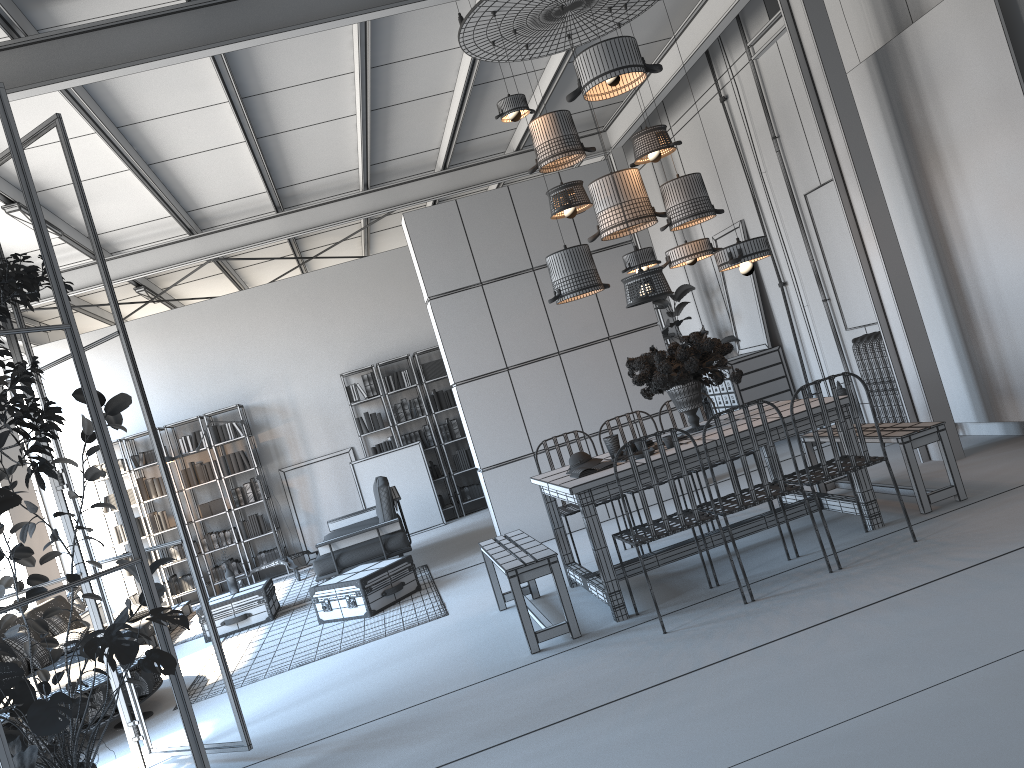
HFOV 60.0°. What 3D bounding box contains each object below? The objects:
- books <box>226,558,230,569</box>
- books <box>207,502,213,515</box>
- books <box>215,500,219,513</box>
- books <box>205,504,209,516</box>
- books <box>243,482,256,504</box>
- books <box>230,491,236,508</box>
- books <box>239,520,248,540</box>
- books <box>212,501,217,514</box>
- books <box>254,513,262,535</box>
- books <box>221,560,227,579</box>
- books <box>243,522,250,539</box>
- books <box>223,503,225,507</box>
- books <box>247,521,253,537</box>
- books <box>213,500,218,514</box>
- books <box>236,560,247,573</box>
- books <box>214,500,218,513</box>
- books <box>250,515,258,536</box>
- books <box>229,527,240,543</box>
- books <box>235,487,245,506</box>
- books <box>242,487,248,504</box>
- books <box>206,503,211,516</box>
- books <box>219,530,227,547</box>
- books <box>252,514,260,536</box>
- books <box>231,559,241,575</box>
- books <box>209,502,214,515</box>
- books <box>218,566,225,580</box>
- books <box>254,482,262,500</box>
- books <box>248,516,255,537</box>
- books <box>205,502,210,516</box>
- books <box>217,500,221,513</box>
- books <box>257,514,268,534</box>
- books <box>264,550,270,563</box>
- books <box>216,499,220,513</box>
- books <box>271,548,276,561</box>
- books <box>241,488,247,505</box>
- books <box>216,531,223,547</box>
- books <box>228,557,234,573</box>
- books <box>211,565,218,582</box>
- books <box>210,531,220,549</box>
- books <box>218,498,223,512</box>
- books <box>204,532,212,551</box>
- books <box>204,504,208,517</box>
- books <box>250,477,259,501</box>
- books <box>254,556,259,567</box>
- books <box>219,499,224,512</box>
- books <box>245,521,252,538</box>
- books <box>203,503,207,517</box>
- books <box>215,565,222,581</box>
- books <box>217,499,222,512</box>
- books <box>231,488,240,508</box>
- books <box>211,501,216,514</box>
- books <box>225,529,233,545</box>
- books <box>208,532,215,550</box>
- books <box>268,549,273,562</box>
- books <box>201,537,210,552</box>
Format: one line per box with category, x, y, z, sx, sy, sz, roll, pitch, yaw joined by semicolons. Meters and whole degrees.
books;-3.638;2.373;11.453;0.030;0.217;0.295;-17;0;-10
books;-3.860;1.598;11.350;0.012;0.177;0.134;-17;0;-10
books;-3.764;1.564;11.346;0.012;0.177;0.134;-17;0;-10
books;-3.893;1.608;11.344;0.012;0.177;0.134;-17;0;-10
books;-3.384;1.403;11.458;0.091;0.265;0.193;-17;0;-10
books;-3.590;1.487;11.445;0.022;0.226;0.163;-17;0;-10
books;-3.443;1.879;11.417;0.057;0.244;0.180;-17;0;-10
books;-3.797;1.574;11.340;0.012;0.177;0.134;-17;0;-10
books;-3.260;1.807;11.419;0.027;0.278;0.202;-17;0;-10
books;-3.678;2.391;11.440;0.061;0.207;0.283;-17;0;-10
books;-3.397;1.874;11.391;0.022;0.227;0.165;-17;0;-10
books;-3.677;1.538;11.362;0.012;0.177;0.134;-17;0;-10
books;-3.355;1.861;11.400;0.022;0.227;0.165;-17;0;-10
books;-3.786;1.571;11.342;0.012;0.177;0.134;-17;0;-10
books;-3.492;2.362;11.453;0.069;0.157;0.241;-17;0;-8
books;-3.775;1.567;11.344;0.012;0.177;0.134;-17;0;-10
books;-3.312;1.823;11.410;0.027;0.278;0.202;-17;0;-10
books;-3.573;1.944;11.415;0.047;0.190;0.278;-17;0;-10
books;-3.495;1.449;11.440;0.057;0.244;0.178;-17;0;-10
books;-3.435;1.440;11.472;0.022;0.226;0.163;-17;0;-10
books;-3.871;1.601;11.348;0.012;0.177;0.134;-17;0;-10
books;-3.691;1.980;11.394;0.049;0.193;0.278;-17;0;-10
books;-3.286;1.815;11.413;0.027;0.278;0.202;-17;0;-10
books;-3.558;2.367;11.451;0.056;0.185;0.260;-17;0;-10
books;-3.829;1.584;11.334;0.012;0.177;0.134;-17;0;-10
books;-3.720;2.421;11.413;0.040;0.176;0.242;-17;0;-10
books;-3.261;1.377;11.471;0.057;0.244;0.178;-17;0;-10
books;-3.337;1.831;11.404;0.027;0.278;0.202;-17;0;-10
books;-3.882;1.605;11.346;0.012;0.177;0.134;-17;0;-10
books;-3.742;1.557;11.350;0.012;0.177;0.134;-17;0;-10
books;-3.217;1.810;11.446;0.057;0.244;0.180;-17;0;-10
books;-3.145;2.244;11.464;0.040;0.176;0.242;-17;0;-10
books;-3.753;1.561;11.348;0.012;0.177;0.134;-17;0;-10
books;-3.070;2.221;11.478;0.040;0.176;0.242;-17;0;-10
books;-3.456;1.446;11.468;0.022;0.226;0.163;-17;0;-10
books;-3.736;1.994;11.387;0.045;0.191;0.275;-17;0;-10
books;-3.607;2.363;11.448;0.033;0.223;0.275;-17;0;-10
books;-3.802;2.442;11.413;0.047;0.184;0.271;-17;0;-10
books;-3.789;2.002;11.376;0.061;0.204;0.281;-17;0;-10
books;-3.720;1.551;11.354;0.012;0.177;0.134;-17;0;-10
books;-3.868;2.020;11.367;0.044;0.221;0.273;-17;0;-10
books;-3.903;1.611;11.342;0.012;0.177;0.134;-17;0;-10
books;-3.330;1.365;11.504;0.038;0.303;0.222;-17;0;-10
books;-3.276;2.294;11.442;0.033;0.158;0.241;-17;0;-10
books;-3.709;1.547;11.356;0.012;0.177;0.134;-17;0;-10
books;-3.376;1.868;11.396;0.022;0.227;0.165;-17;0;-10
books;-3.914;1.615;11.340;0.012;0.177;0.134;-17;0;-10
books;-3.757;2.433;11.406;0.040;0.176;0.242;-17;0;-10
books;-3.731;1.554;11.352;0.012;0.177;0.134;-17;0;-10
books;-3.549;1.465;11.420;0.057;0.244;0.178;-17;0;-10
books;-3.807;1.577;11.338;0.012;0.177;0.134;-17;0;-10
books;-3.633;1.969;11.413;0.077;0.185;0.259;-17;0;-9
books;-3.833;2.009;11.363;0.030;0.215;0.293;-17;0;-10
books;-3.107;2.233;11.471;0.040;0.176;0.242;-17;0;-10
books;-3.910;2.052;11.364;0.056;0.183;0.259;-17;0;-10
